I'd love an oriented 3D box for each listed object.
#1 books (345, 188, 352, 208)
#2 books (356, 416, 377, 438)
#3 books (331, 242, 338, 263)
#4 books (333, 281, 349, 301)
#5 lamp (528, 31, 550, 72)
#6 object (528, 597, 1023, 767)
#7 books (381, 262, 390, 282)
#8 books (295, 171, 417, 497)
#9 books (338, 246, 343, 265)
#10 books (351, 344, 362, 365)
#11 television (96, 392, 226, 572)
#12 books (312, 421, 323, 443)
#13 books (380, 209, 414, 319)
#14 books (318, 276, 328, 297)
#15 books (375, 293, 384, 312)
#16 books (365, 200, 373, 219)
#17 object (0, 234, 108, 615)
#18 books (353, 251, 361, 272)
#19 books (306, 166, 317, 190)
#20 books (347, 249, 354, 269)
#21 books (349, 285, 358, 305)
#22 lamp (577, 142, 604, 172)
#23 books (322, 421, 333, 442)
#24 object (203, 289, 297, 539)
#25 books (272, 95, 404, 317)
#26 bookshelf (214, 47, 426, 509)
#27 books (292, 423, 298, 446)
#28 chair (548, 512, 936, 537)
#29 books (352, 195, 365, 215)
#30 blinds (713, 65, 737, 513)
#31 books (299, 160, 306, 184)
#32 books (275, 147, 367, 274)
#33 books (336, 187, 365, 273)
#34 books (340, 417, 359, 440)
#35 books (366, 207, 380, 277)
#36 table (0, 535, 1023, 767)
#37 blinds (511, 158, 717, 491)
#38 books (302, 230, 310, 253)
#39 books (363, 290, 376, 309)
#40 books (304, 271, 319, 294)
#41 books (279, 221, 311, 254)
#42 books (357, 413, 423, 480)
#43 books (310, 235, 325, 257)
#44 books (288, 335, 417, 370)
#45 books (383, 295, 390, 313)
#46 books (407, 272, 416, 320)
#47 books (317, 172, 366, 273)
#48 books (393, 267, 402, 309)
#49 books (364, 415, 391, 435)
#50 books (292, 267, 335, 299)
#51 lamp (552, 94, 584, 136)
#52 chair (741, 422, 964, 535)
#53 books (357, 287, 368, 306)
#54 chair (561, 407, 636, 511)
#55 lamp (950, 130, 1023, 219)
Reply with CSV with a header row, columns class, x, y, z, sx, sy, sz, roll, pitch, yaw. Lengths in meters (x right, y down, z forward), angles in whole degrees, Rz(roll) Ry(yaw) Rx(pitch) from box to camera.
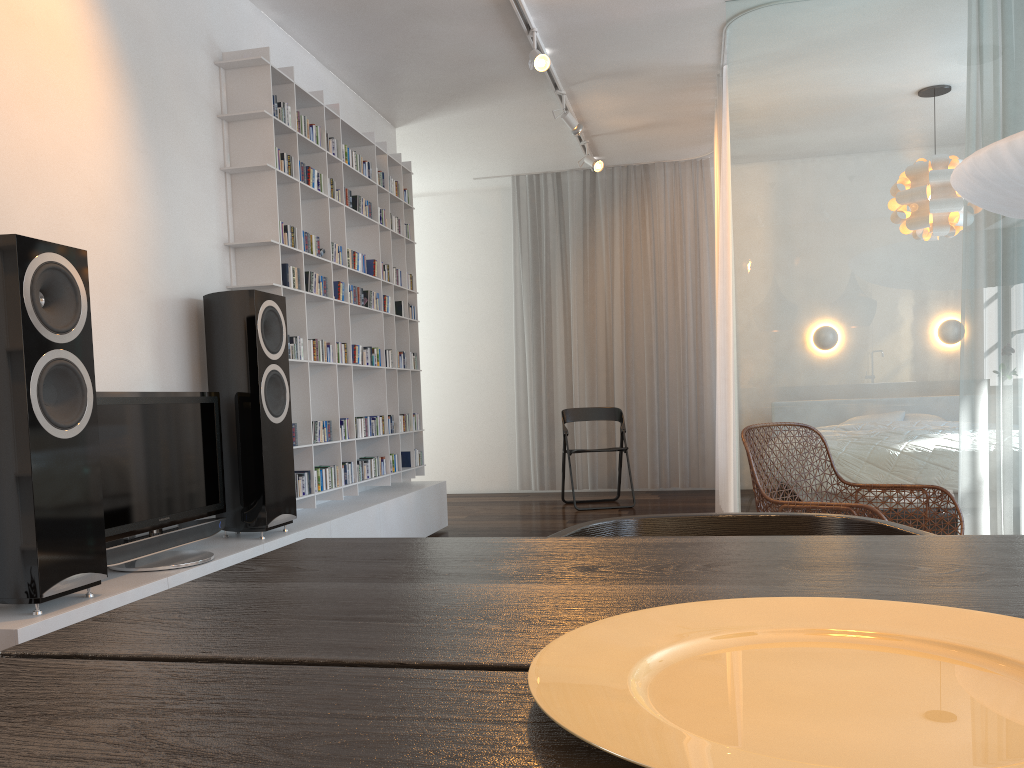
class,x,y,z,sx,sy,sz,roll,pitch,yaw
books,-0.924,-0.999,4.808,0.090,0.105,0.074,-2,2,12
books,-0.857,0.242,4.988,0.115,0.113,0.234,-2,0,12
books,-0.961,-0.676,4.589,0.090,0.108,0.118,-2,1,12
books,-0.932,-0.485,4.704,0.090,0.110,0.157,-2,0,12
lamp,0.115,-1.699,4.543,0.085,0.240,0.250,-3,1,-22
object,0.187,0.169,0.500,0.356,0.017,0.355,-2,-1,15
books,-0.805,-0.669,5.334,0.102,0.113,0.231,-2,0,12
books,-0.887,-0.376,4.924,0.115,1.825,1.947,-1,1,12
books,-0.938,-0.673,4.705,0.099,0.104,0.139,-2,1,11
books,-0.888,-0.160,4.876,0.090,0.108,0.118,-2,1,12
television,-1.238,0.328,3.098,0.345,0.602,0.786,-1,1,30
books,-0.990,0.237,4.344,0.090,0.108,0.118,-2,1,12
books,-0.759,-0.736,5.574,0.115,0.628,0.567,-1,1,12
books,-0.987,-0.485,4.451,0.099,0.104,0.131,-2,1,10
books,-0.822,-0.479,5.233,0.099,0.105,0.144,-2,0,10
books,-0.864,-0.996,5.095,0.099,0.104,0.131,-2,1,10
object,-1.365,0.121,2.468,0.281,1.006,0.293,-2,3,12
books,-0.895,-0.674,4.902,0.090,0.108,0.118,-2,1,12
books,-1.019,-1.006,4.355,0.090,0.108,0.118,-2,1,12
books,-0.915,-0.673,4.808,0.090,0.109,0.074,-2,2,12
books,-0.905,-0.482,4.837,0.099,0.104,0.131,-2,1,10
lamp,0.569,-1.679,6.564,0.251,0.240,0.085,-1,3,44
books,-0.967,0.239,4.457,0.099,0.104,0.131,-2,1,10
object,-1.107,0.134,3.692,0.281,1.006,0.293,-2,3,12
books,-0.925,-0.859,4.799,0.115,0.860,1.749,-1,0,12
bookshelf,-0.941,-0.430,4.912,0.227,2.080,2.079,-1,1,12
books,-1.049,0.235,4.069,0.099,0.104,0.131,-2,1,10
chair,0.288,0.530,1.124,0.593,0.673,0.518,-2,2,10
books,-0.887,-0.997,4.982,0.090,0.108,0.118,-2,1,12
blinds,1.471,-0.507,6.130,0.154,2.744,1.802,-1,2,14
books,-1.047,-1.006,4.230,0.099,0.104,0.131,-2,1,10
books,-0.986,-0.839,4.496,0.102,0.432,1.121,-2,0,12
books,-0.919,-0.835,4.824,0.100,0.433,0.349,-2,2,11
books,-0.909,0.239,4.740,0.100,0.113,0.267,-2,0,11
books,-0.834,-0.833,5.211,0.090,0.433,0.155,-1,3,12
table,0.845,0.492,0.422,2.501,0.681,1.104,-2,0,12
blinds,0.878,-0.464,7.540,1.808,2.744,0.152,-2,3,14
books,-1.033,-0.677,4.253,0.099,0.104,0.131,-2,1,10
books,-0.846,-0.481,5.113,0.090,0.108,0.118,-2,1,12
books,-1.010,-0.491,4.338,0.090,0.108,0.118,-2,1,12
books,-1.057,-0.679,4.142,0.102,0.104,0.383,-2,-1,12
books,-0.767,0.365,5.403,0.115,0.350,1.130,-2,-1,12
books,-0.996,-0.675,4.424,0.090,0.106,0.163,-2,0,12
books,-0.881,-0.159,4.925,0.115,0.114,1.920,-2,-1,12
books,-0.794,-0.479,5.360,0.090,0.108,0.118,-2,1,12
books,-0.712,-0.571,5.777,0.115,0.301,0.182,-2,2,12
books,-0.939,-0.841,4.728,0.101,0.439,0.619,-2,1,11
books,-0.763,-0.573,5.536,0.115,0.301,0.230,-2,2,12
books,-0.863,0.242,4.959,0.115,0.113,0.763,-2,-1,12
books,-1.005,-0.487,4.361,0.090,0.106,0.502,-2,-1,12
lamp,0.352,-1.690,5.536,0.085,0.240,0.250,0,2,42
chair,1.305,0.504,3.465,0.686,0.712,0.716,-1,2,44
books,-0.873,-0.481,4.984,0.090,0.106,0.163,-2,0,12
chair,0.661,0.571,6.931,0.501,0.777,0.560,-2,2,-8
lamp,2.315,-0.727,3.014,1.467,0.210,1.470,-1,-1,-41
